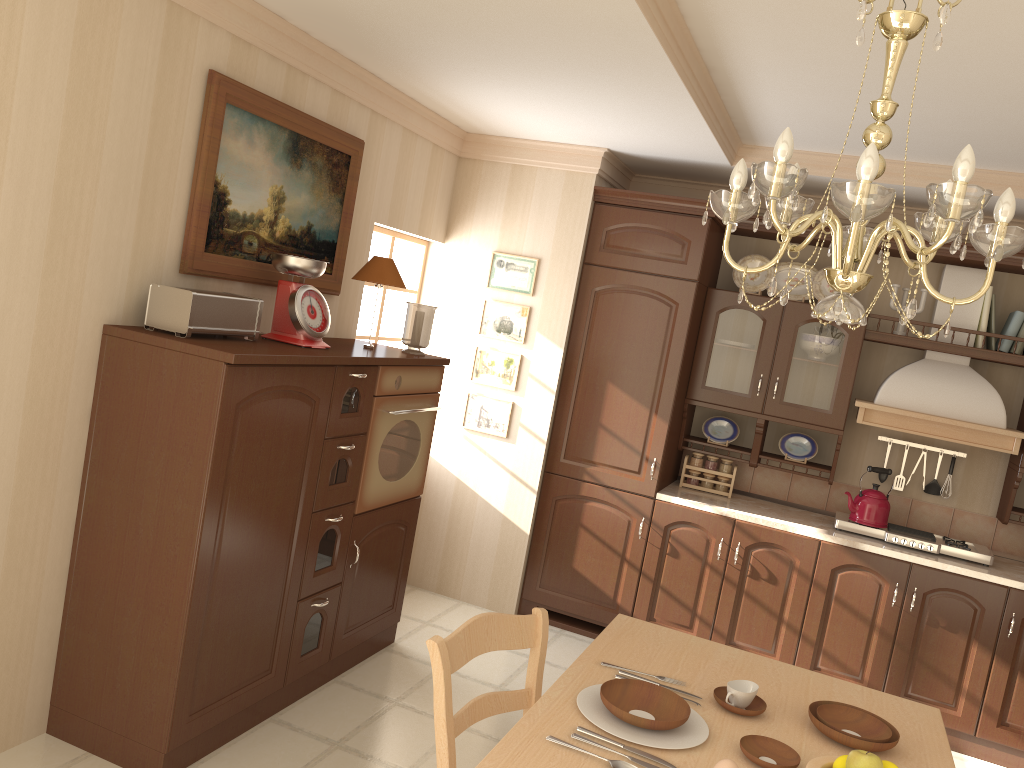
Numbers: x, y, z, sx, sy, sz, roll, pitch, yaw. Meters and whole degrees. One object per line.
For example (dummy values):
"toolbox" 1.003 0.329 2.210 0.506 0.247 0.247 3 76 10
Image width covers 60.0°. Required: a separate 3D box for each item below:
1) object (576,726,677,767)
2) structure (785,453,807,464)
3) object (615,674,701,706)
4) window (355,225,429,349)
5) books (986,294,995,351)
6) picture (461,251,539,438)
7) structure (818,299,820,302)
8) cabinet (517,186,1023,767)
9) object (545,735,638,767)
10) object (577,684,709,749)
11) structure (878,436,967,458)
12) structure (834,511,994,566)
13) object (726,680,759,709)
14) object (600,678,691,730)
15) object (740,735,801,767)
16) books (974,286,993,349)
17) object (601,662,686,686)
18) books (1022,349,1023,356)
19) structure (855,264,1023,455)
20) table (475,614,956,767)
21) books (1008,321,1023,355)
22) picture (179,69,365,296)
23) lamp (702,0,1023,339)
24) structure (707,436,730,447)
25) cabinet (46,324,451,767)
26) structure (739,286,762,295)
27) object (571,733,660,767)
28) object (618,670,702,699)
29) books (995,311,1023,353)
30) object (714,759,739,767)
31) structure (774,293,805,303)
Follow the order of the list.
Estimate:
"object" 0.236 0.749 1.830 0.221 0.008 0.023 13 5 25
"structure" 1.512 0.347 4.688 0.110 0.126 0.080 12 5 20
"object" 0.354 0.743 2.150 0.218 0.008 0.022 12 5 23
"window" -0.713 -0.244 4.582 0.050 1.100 0.765 12 5 20
"books" 2.365 -0.299 4.380 0.068 0.271 0.194 12 5 20
"picture" -0.067 -0.210 4.741 0.268 0.964 0.010 12 5 20
"structure" 1.641 -0.457 4.564 0.110 0.126 0.080 12 5 20
"cabinet" 1.496 0.445 3.564 3.226 2.313 2.436 12 5 20
"object" 0.164 0.741 1.765 0.219 0.011 0.047 13 6 29
"object" 0.291 0.744 1.990 0.299 0.009 0.299 12 5 19
"structure" 2.116 0.323 4.581 0.422 0.020 0.008 12 5 20
"structure" 1.951 0.749 4.338 0.710 0.054 0.325 12 5 20
"object" 0.546 0.753 2.131 0.119 0.055 0.063 6 6 -41
"object" 0.295 0.726 1.990 0.204 0.042 0.204 12 5 20
"object" 0.547 0.791 1.888 0.126 0.026 0.127 9 5 -15
"books" 2.330 -0.324 4.386 0.042 0.305 0.194 12 5 20
"object" 0.332 0.733 2.243 0.218 0.004 0.028 11 5 10
"books" 2.547 -0.251 4.299 0.052 0.254 0.205 12 5 20
"structure" 2.146 -0.159 4.341 0.753 0.845 0.455 12 5 20
"table" 0.390 1.176 1.837 0.900 0.774 1.567 12 5 20
"books" 2.482 -0.241 4.321 0.080 0.209 0.205 12 5 20
"picture" -0.881 -0.718 3.443 0.036 0.687 0.990 12 5 20
"lamp" 0.698 -0.592 1.621 0.501 0.982 0.502 9 5 -10
"structure" 1.135 0.266 4.832 0.110 0.126 0.080 12 5 20
"cabinet" -0.881 0.514 3.438 0.538 1.349 1.513 12 5 20
"structure" 1.274 -0.536 4.702 0.110 0.126 0.080 12 5 20
"object" 0.219 0.751 1.798 0.216 0.004 0.022 13 5 26
"object" 0.365 0.742 2.187 0.212 0.008 0.018 12 5 20
"books" 2.438 -0.252 4.347 0.086 0.209 0.205 12 5 20
"object" 0.392 0.744 1.638 0.058 0.104 0.058 10 5 -1
"structure" 1.476 -0.497 4.685 0.154 0.126 0.080 12 5 20
